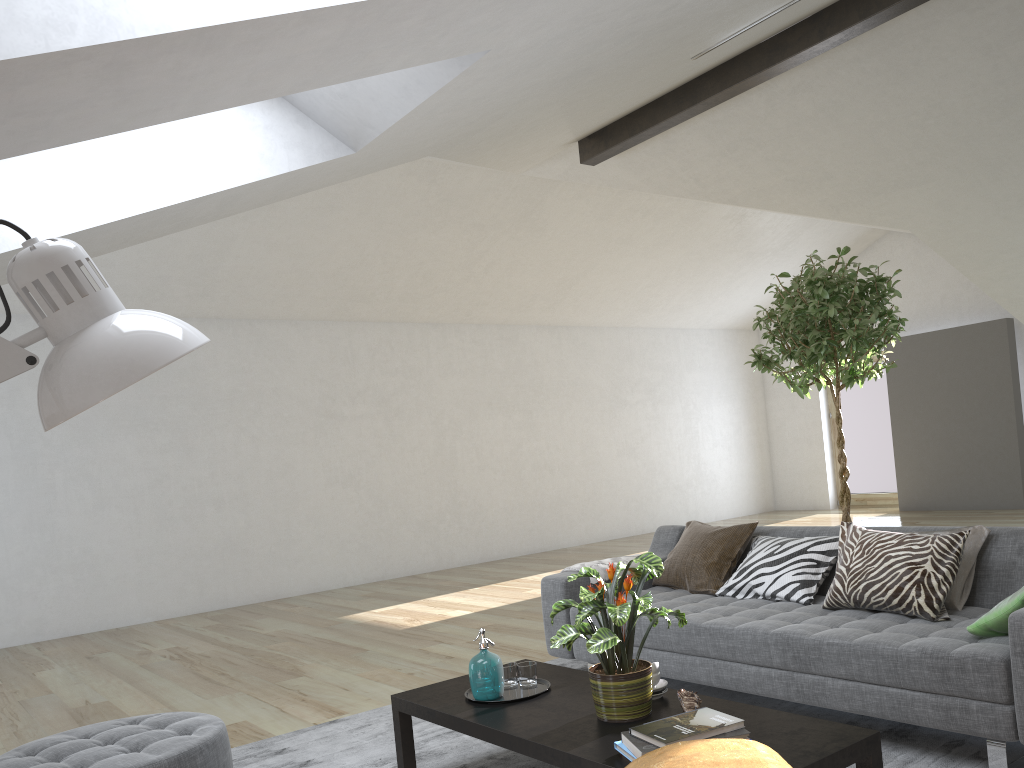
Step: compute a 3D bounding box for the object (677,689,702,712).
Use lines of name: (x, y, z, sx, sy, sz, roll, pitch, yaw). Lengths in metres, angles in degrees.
object: (0.520, 0.945, 2.624, 0.067, 0.078, 0.127, -6, -4, 21)

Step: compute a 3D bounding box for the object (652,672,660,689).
object: (0.438, 0.955, 2.853, 0.077, 0.050, 0.085, -8, -4, 30)

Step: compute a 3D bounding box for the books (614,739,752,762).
books: (0.439, 0.928, 2.285, 0.308, 0.019, 0.196, -4, -5, -17)

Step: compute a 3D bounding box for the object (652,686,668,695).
object: (0.440, 0.985, 2.852, 0.121, 0.021, 0.122, -6, -5, 4)

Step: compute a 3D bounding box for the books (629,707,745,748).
books: (0.447, 0.878, 2.269, 0.253, 0.019, 0.160, -3, -6, -27)

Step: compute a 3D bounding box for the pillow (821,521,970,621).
pillow: (1.473, 0.712, 3.439, 0.279, 0.340, 0.562, -4, -4, -33)

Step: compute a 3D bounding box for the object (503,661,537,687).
object: (-0.027, 1.020, 3.148, 0.231, 0.107, 0.098, -5, -2, -11)

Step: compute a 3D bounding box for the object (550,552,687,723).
object: (0.332, 0.783, 2.717, 0.372, 0.525, 0.443, -6, -2, 28)

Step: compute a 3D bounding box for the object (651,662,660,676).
object: (0.435, 0.926, 2.854, 0.085, 0.067, 0.077, -4, -3, -22)

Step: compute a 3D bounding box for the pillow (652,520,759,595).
pillow: (0.950, 0.869, 4.456, 0.306, 0.337, 0.584, -4, -4, -27)

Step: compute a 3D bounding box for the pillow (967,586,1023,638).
pillow: (1.703, 0.701, 2.913, 0.440, 0.261, 0.229, -3, -3, -36)

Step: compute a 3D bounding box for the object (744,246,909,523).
object: (1.619, 0.341, 4.465, 0.791, 2.018, 0.823, -6, -1, 31)

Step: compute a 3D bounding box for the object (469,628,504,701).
object: (-0.091, 0.951, 3.029, 0.120, 0.239, 0.118, -5, -1, -11)

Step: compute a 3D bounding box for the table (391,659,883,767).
table: (0.278, 1.176, 2.760, 0.619, 0.324, 1.557, -3, -6, -36)

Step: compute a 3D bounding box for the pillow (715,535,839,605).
pillow: (1.218, 0.836, 4.015, 0.357, 0.283, 0.563, -3, -5, -36)

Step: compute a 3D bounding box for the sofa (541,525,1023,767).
sofa: (1.265, 0.983, 3.748, 1.022, 0.682, 2.473, -3, -5, -36)

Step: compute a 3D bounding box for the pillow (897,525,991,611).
pillow: (1.575, 0.741, 3.599, 0.262, 0.318, 0.645, -4, -4, -36)

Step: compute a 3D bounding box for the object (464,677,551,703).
object: (-0.014, 1.063, 3.080, 0.307, 0.012, 0.294, -3, -5, -23)

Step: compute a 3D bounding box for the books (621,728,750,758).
books: (0.441, 0.903, 2.264, 0.291, 0.030, 0.179, -4, -5, -12)

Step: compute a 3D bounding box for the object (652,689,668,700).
object: (0.441, 0.995, 2.852, 0.121, 0.021, 0.122, -6, -5, 4)

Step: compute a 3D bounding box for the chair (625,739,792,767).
chair: (-0.182, 0.816, 1.247, 1.293, 0.868, 1.421, -6, -4, 3)

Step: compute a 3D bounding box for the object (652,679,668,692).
object: (0.442, 0.975, 2.854, 0.125, 0.024, 0.118, -1, -6, -41)

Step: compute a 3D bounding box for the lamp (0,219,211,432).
lamp: (-0.476, 0.543, 0.648, 0.620, 1.367, 0.218, -5, 0, -33)

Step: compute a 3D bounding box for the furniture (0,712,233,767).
furniture: (-1.295, 1.324, 2.878, 0.715, 0.356, 0.758, -8, -5, 36)

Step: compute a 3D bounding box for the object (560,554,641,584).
object: (0.495, 1.106, 4.599, 0.479, 0.418, 0.360, -4, -3, -34)
